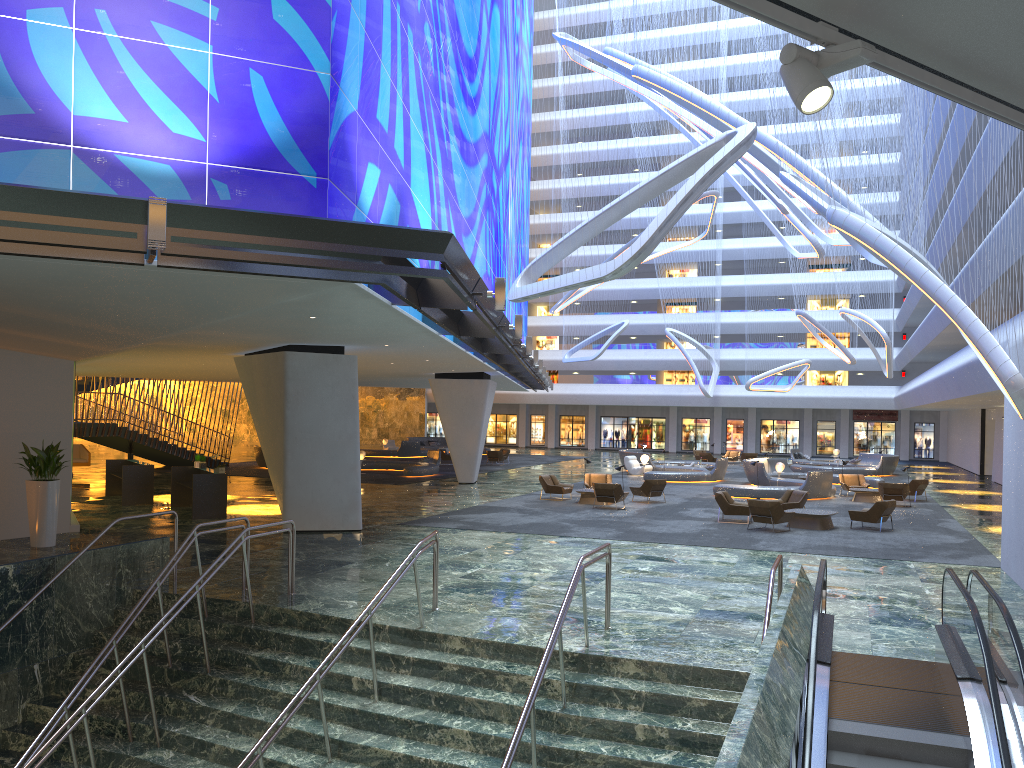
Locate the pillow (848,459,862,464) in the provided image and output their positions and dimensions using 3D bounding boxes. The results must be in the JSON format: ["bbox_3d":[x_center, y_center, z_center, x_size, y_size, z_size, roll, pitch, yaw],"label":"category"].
[{"bbox_3d":[18.129,4.067,46.824,0.692,0.262,0.877,2,-2,-17],"label":"pillow"}]

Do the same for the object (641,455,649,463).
[{"bbox_3d":[5.896,3.328,39.317,0.367,0.387,0.318,1,-1,3],"label":"object"}]

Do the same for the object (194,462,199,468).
[{"bbox_3d":[-8.461,2.178,23.875,0.150,0.145,0.150,2,-1,-36],"label":"object"}]

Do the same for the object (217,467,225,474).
[{"bbox_3d":[-7.204,2.139,21.959,0.149,0.150,0.149,2,-1,-35],"label":"object"}]

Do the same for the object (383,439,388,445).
[{"bbox_3d":[-7.800,3.549,54.555,0.367,0.387,0.318,1,-1,28],"label":"object"}]

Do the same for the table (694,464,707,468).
[{"bbox_3d":[9.242,4.121,43.079,0.673,0.406,0.671,2,-1,-17],"label":"table"}]

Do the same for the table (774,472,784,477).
[{"bbox_3d":[10.500,3.767,34.890,0.418,0.595,0.428,1,-1,20],"label":"table"}]

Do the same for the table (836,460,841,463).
[{"bbox_3d":[17.103,4.280,46.551,0.418,0.595,0.428,1,-1,17],"label":"table"}]

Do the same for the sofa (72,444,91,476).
[{"bbox_3d":[-17.819,2.879,33.365,3.418,1.180,1.062,3,-2,-43],"label":"sofa"}]

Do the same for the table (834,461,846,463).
[{"bbox_3d":[18.359,4.520,49.702,0.671,0.406,0.674,1,-1,17],"label":"table"}]

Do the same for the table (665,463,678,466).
[{"bbox_3d":[7.751,4.100,43.349,0.673,0.406,0.671,0,-2,40],"label":"table"}]

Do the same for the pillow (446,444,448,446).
[{"bbox_3d":[-4.198,4.097,59.586,0.443,0.207,0.445,1,-2,7],"label":"pillow"}]

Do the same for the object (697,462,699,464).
[{"bbox_3d":[9.058,3.859,43.171,0.071,0.118,0.151,1,-1,31],"label":"object"}]

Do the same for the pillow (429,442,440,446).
[{"bbox_3d":[-5.218,4.002,59.250,0.692,0.262,0.877,1,-2,11],"label":"pillow"}]

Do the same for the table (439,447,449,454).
[{"bbox_3d":[-4.417,4.314,57.421,0.671,0.406,0.673,2,-1,-25],"label":"table"}]

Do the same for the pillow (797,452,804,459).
[{"bbox_3d":[16.610,4.101,50.920,0.315,0.386,0.785,1,-1,36],"label":"pillow"}]

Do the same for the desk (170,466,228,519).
[{"bbox_3d":[-8.139,2.774,22.949,0.814,1.097,2.977,2,-2,-31],"label":"desk"}]

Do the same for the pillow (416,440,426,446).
[{"bbox_3d":[-6.063,3.923,58.782,0.315,0.386,0.785,1,-1,37],"label":"pillow"}]

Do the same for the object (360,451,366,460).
[{"bbox_3d":[-6.426,3.029,37.762,0.318,0.387,0.367,1,-1,28],"label":"object"}]

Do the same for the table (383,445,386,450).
[{"bbox_3d":[-7.859,4.038,54.543,0.418,0.595,0.428,1,-1,20],"label":"table"}]

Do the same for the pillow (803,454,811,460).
[{"bbox_3d":[16.905,4.205,51.119,0.685,0.280,0.874,2,-2,-32],"label":"pillow"}]

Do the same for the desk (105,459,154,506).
[{"bbox_3d":[-11.039,2.800,25.531,0.814,1.097,2.977,2,-2,-33],"label":"desk"}]

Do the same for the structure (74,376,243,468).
[{"bbox_3d":[-18.371,0.874,40.706,11.979,6.246,16.499,1,-2,21],"label":"structure"}]

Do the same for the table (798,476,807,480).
[{"bbox_3d":[12.061,3.929,35.410,1.203,0.392,1.204,1,-2,21],"label":"table"}]

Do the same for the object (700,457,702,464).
[{"bbox_3d":[9.208,3.745,43.212,0.066,0.356,0.076,1,0,-12],"label":"object"}]

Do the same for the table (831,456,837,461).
[{"bbox_3d":[18.605,4.458,51.080,0.418,0.595,0.427,1,-1,-25],"label":"table"}]

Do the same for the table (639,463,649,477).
[{"bbox_3d":[5.847,3.817,39.285,0.418,0.595,0.428,1,-1,-5],"label":"table"}]

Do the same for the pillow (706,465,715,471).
[{"bbox_3d":[8.716,3.585,37.835,0.692,0.262,0.878,0,-2,29],"label":"pillow"}]

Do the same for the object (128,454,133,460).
[{"bbox_3d":[-11.498,2.190,26.718,0.158,0.181,0.158,1,-1,-24],"label":"object"}]

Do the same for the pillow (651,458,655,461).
[{"bbox_3d":[7.035,3.861,45.401,0.443,0.207,0.445,2,-2,-18],"label":"pillow"}]

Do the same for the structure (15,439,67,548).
[{"bbox_3d":[-9.010,2.090,17.028,1.022,2.051,0.773,1,0,-1],"label":"structure"}]

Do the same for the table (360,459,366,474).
[{"bbox_3d":[-6.422,3.519,37.713,0.427,0.595,0.418,1,-1,20],"label":"table"}]

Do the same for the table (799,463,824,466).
[{"bbox_3d":[15.562,4.347,46.081,1.203,0.392,1.204,1,-2,21],"label":"table"}]

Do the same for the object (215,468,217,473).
[{"bbox_3d":[-7.343,2.162,22.163,0.111,0.108,0.107,2,-1,-35],"label":"object"}]

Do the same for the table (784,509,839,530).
[{"bbox_3d":[7.524,3.412,22.336,1.203,0.392,1.204,0,-2,39],"label":"table"}]

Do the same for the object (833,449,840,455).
[{"bbox_3d":[19.133,4.025,52.286,0.367,0.387,0.318,1,-1,3],"label":"object"}]

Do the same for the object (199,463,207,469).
[{"bbox_3d":[-8.214,2.172,23.550,0.150,0.145,0.150,2,-1,-36],"label":"object"}]

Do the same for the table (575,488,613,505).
[{"bbox_3d":[2.601,3.474,27.293,1.203,0.392,1.204,1,-2,21],"label":"table"}]

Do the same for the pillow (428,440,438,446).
[{"bbox_3d":[-5.264,3.964,59.441,0.775,0.366,0.317,2,-1,-28],"label":"pillow"}]

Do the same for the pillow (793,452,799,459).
[{"bbox_3d":[16.402,4.123,50.962,0.295,0.369,0.769,1,-1,34],"label":"pillow"}]

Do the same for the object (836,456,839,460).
[{"bbox_3d":[18.303,4.191,49.796,0.131,0.252,0.103,1,0,4],"label":"object"}]

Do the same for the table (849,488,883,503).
[{"bbox_3d":[11.949,3.742,29.755,1.203,0.392,1.204,1,-2,20],"label":"table"}]

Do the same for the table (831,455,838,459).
[{"bbox_3d":[19.084,4.514,52.254,0.418,0.595,0.428,1,-1,-5],"label":"table"}]

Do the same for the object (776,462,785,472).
[{"bbox_3d":[10.559,3.278,34.902,0.367,0.387,0.318,1,-1,28],"label":"object"}]
